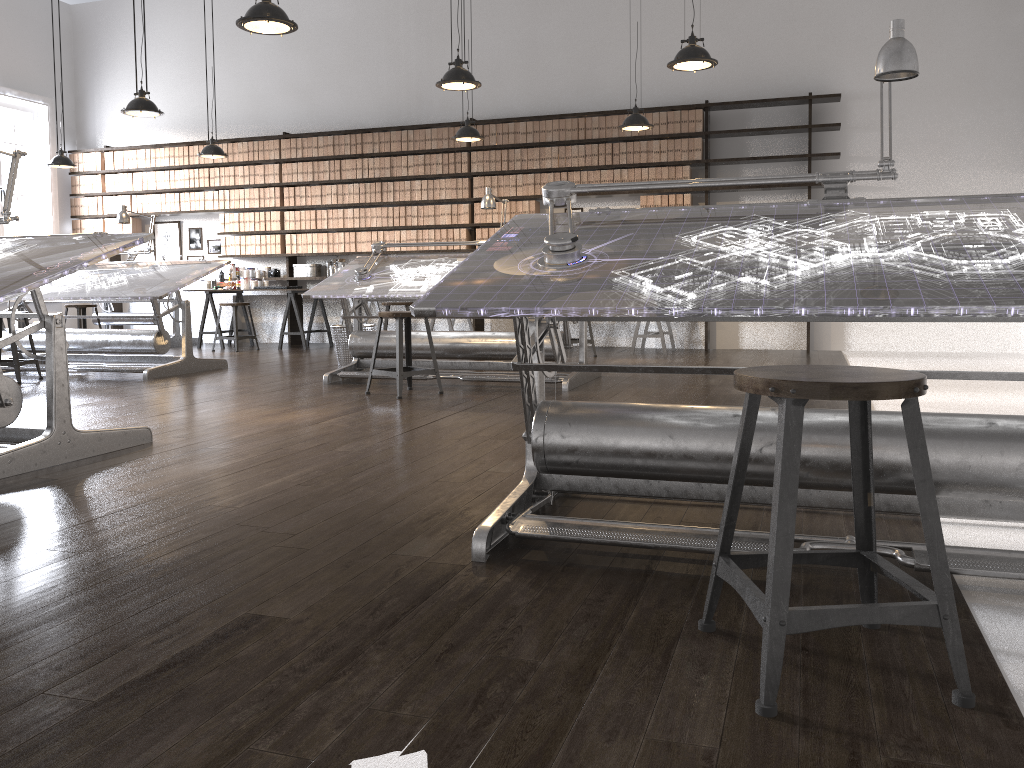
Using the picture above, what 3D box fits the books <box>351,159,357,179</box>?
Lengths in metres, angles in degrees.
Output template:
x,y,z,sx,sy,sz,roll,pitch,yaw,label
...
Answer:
x,y,z,sx,sy,sz,roll,pitch,yaw,label
-1.754,-2.425,10.043,0.067,0.225,0.175,1,5,18,books

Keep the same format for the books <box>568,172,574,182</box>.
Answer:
x,y,z,sx,sy,sz,roll,pitch,yaw,label
0.641,-2.097,9.271,0.067,0.225,0.175,1,5,18,books

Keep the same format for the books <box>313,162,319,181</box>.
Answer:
x,y,z,sx,sy,sz,roll,pitch,yaw,label
-2.217,-2.438,10.204,0.067,0.225,0.175,1,5,18,books

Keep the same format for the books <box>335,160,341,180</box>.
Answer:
x,y,z,sx,sy,sz,roll,pitch,yaw,label
-1.946,-2.430,10.108,0.067,0.225,0.175,1,5,18,books

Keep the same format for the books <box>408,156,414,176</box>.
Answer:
x,y,z,sx,sy,sz,roll,pitch,yaw,label
-1.085,-2.408,9.824,0.067,0.225,0.175,1,5,18,books

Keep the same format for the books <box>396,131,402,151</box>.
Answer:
x,y,z,sx,sy,sz,roll,pitch,yaw,label
-1.224,-2.687,9.849,0.067,0.225,0.175,1,5,18,books

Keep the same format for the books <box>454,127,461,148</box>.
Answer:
x,y,z,sx,sy,sz,roll,pitch,yaw,label
-0.562,-2.671,9.636,0.067,0.225,0.175,1,5,18,books

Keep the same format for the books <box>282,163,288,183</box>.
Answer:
x,y,z,sx,sy,sz,roll,pitch,yaw,label
-2.606,-2.448,10.334,0.067,0.225,0.175,1,5,18,books

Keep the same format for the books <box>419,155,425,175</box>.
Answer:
x,y,z,sx,sy,sz,roll,pitch,yaw,label
-0.963,-2.405,9.780,0.067,0.225,0.175,1,5,18,books

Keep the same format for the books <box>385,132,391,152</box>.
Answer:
x,y,z,sx,sy,sz,roll,pitch,yaw,label
-1.353,-2.691,9.898,0.067,0.225,0.175,1,5,18,books

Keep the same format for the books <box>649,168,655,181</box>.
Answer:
x,y,z,sx,sy,sz,roll,pitch,yaw,label
1.439,-2.076,9.001,0.067,0.225,0.175,1,5,18,books

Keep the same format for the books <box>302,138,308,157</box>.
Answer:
x,y,z,sx,sy,sz,roll,pitch,yaw,label
-2.348,-2.717,10.231,0.067,0.225,0.175,1,5,18,books

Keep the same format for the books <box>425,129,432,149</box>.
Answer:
x,y,z,sx,sy,sz,roll,pitch,yaw,label
-0.887,-2.679,9.739,0.067,0.225,0.175,1,5,18,books

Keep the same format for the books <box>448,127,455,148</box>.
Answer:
x,y,z,sx,sy,sz,roll,pitch,yaw,label
-0.629,-2.673,9.658,0.067,0.225,0.175,1,5,18,books

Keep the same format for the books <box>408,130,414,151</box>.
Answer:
x,y,z,sx,sy,sz,roll,pitch,yaw,label
-1.085,-2.684,9.807,0.067,0.225,0.175,1,5,18,books

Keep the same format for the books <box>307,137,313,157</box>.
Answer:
x,y,z,sx,sy,sz,roll,pitch,yaw,label
-2.282,-2.715,10.207,0.067,0.225,0.175,1,5,18,books

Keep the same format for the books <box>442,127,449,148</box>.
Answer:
x,y,z,sx,sy,sz,roll,pitch,yaw,label
-0.695,-2.674,9.674,0.067,0.225,0.175,1,5,18,books

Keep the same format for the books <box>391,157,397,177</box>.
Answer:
x,y,z,sx,sy,sz,roll,pitch,yaw,label
-1.285,-2.414,9.895,0.067,0.225,0.175,1,5,18,books

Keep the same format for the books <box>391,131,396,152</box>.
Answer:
x,y,z,sx,sy,sz,roll,pitch,yaw,label
-1.282,-2.689,9.873,0.067,0.225,0.175,1,5,18,books

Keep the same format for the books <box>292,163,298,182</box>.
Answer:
x,y,z,sx,sy,sz,roll,pitch,yaw,label
-2.475,-2.444,10.284,0.067,0.225,0.175,1,5,18,books

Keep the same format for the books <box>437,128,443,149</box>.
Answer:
x,y,z,sx,sy,sz,roll,pitch,yaw,label
-0.757,-2.676,9.699,0.067,0.225,0.175,1,5,18,books

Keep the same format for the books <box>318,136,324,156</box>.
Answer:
x,y,z,sx,sy,sz,roll,pitch,yaw,label
-2.147,-2.711,10.160,0.067,0.225,0.175,1,5,18,books

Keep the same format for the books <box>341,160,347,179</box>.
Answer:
x,y,z,sx,sy,sz,roll,pitch,yaw,label
-1.874,-2.429,10.090,0.067,0.225,0.175,1,5,18,books

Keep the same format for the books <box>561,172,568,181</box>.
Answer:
x,y,z,sx,sy,sz,roll,pitch,yaw,label
0.569,-2.098,9.289,0.067,0.225,0.175,1,5,18,books

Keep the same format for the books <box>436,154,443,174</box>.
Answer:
x,y,z,sx,sy,sz,roll,pitch,yaw,label
-0.764,-2.400,9.716,0.067,0.225,0.175,1,5,18,books

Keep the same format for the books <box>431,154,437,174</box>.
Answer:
x,y,z,sx,sy,sz,roll,pitch,yaw,label
-0.830,-2.402,9.742,0.067,0.225,0.175,1,5,18,books

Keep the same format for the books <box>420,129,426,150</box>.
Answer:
x,y,z,sx,sy,sz,roll,pitch,yaw,label
-0.952,-2.681,9.765,0.067,0.225,0.175,1,5,18,books

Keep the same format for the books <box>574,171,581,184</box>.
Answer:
x,y,z,sx,sy,sz,roll,pitch,yaw,label
0.701,-2.094,9.243,0.067,0.225,0.175,1,5,18,books

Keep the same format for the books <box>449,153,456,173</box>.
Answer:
x,y,z,sx,sy,sz,roll,pitch,yaw,label
-0.625,-2.396,9.669,0.067,0.225,0.175,1,5,18,books

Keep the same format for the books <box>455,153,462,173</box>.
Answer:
x,y,z,sx,sy,sz,roll,pitch,yaw,label
-0.553,-2.395,9.651,0.067,0.225,0.175,1,5,18,books

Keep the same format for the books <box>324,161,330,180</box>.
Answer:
x,y,z,sx,sy,sz,roll,pitch,yaw,label
-2.084,-2.434,10.155,0.067,0.225,0.175,1,5,18,books

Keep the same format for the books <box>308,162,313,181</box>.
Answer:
x,y,z,sx,sy,sz,roll,pitch,yaw,label
-2.283,-2.439,10.220,0.067,0.225,0.175,1,5,18,books

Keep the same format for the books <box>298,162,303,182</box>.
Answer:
x,y,z,sx,sy,sz,roll,pitch,yaw,label
-2.405,-2.442,10.263,0.067,0.225,0.175,1,5,18,books

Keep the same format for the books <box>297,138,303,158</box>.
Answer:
x,y,z,sx,sy,sz,roll,pitch,yaw,label
-2.415,-2.718,10.249,0.067,0.225,0.175,1,5,18,books

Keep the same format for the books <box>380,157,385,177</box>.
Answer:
x,y,z,sx,sy,sz,roll,pitch,yaw,label
-1.416,-2.417,9.936,0.067,0.225,0.175,1,5,18,books

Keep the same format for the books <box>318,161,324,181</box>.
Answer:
x,y,z,sx,sy,sz,roll,pitch,yaw,label
-2.150,-2.436,10.181,0.067,0.225,0.175,1,5,18,books

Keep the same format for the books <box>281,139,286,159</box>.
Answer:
x,y,z,sx,sy,sz,roll,pitch,yaw,label
-2.612,-2.724,10.316,0.067,0.225,0.175,1,5,18,books

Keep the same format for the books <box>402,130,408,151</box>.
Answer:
x,y,z,sx,sy,sz,roll,pitch,yaw,label
-1.155,-2.686,9.827,0.067,0.225,0.175,1,5,18,books

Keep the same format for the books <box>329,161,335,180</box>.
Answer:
x,y,z,sx,sy,sz,roll,pitch,yaw,label
-2.015,-2.433,10.137,0.067,0.225,0.175,1,5,18,books

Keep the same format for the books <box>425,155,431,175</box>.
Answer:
x,y,z,sx,sy,sz,roll,pitch,yaw,label
-0.897,-2.404,9.765,0.067,0.225,0.175,1,5,18,books

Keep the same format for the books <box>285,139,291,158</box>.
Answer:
x,y,z,sx,sy,sz,roll,pitch,yaw,label
-2.554,-2.722,10.292,0.067,0.225,0.175,1,5,18,books

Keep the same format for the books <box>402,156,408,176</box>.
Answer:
x,y,z,sx,sy,sz,roll,pitch,yaw,label
-1.154,-2.410,9.845,0.067,0.225,0.175,1,5,18,books

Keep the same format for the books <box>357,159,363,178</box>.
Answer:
x,y,z,sx,sy,sz,roll,pitch,yaw,label
-1.685,-2.423,10.020,0.067,0.225,0.175,1,5,18,books

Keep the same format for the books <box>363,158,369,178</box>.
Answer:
x,y,z,sx,sy,sz,roll,pitch,yaw,label
-1.615,-2.422,10.001,0.067,0.225,0.175,1,5,18,books

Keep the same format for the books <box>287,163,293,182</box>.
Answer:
x,y,z,sx,sy,sz,roll,pitch,yaw,label
-2.540,-2.446,10.310,0.067,0.225,0.175,1,5,18,books

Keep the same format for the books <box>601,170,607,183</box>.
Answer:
x,y,z,sx,sy,sz,roll,pitch,yaw,label
0.974,-2.088,9.157,0.067,0.225,0.175,1,5,18,books

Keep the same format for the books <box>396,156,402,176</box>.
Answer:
x,y,z,sx,sy,sz,roll,pitch,yaw,label
-1.220,-2.412,9.871,0.067,0.225,0.175,1,5,18,books

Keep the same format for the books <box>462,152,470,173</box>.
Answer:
x,y,z,sx,sy,sz,roll,pitch,yaw,label
-0.482,-2.393,9.625,0.067,0.225,0.175,1,5,18,books

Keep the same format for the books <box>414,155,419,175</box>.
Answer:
x,y,z,sx,sy,sz,roll,pitch,yaw,label
-1.025,-2.407,9.806,0.067,0.225,0.175,1,5,18,books

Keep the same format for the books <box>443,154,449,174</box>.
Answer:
x,y,z,sx,sy,sz,roll,pitch,yaw,label
-0.695,-2.399,9.698,0.067,0.225,0.175,1,5,18,books

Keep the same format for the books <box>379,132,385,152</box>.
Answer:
x,y,z,sx,sy,sz,roll,pitch,yaw,label
-1.418,-2.693,9.922,0.067,0.225,0.175,1,5,18,books

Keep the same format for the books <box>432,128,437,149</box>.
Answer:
x,y,z,sx,sy,sz,roll,pitch,yaw,label
-0.817,-2.677,9.718,0.067,0.225,0.175,1,5,18,books

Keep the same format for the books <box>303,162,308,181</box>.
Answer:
x,y,z,sx,sy,sz,roll,pitch,yaw,label
-2.345,-2.441,10.245,0.067,0.225,0.175,1,5,18,books

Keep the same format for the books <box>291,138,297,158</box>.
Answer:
x,y,z,sx,sy,sz,roll,pitch,yaw,label
-2.485,-2.720,10.269,0.067,0.225,0.175,1,5,18,books

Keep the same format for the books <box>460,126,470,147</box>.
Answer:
x,y,z,sx,sy,sz,roll,pitch,yaw,label
-0.496,-2.669,9.610,0.067,0.225,0.175,1,5,18,books

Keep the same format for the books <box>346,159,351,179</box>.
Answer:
x,y,z,sx,sy,sz,roll,pitch,yaw,label
-1.812,-2.427,10.067,0.067,0.225,0.175,1,5,18,books

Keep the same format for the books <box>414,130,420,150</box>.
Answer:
x,y,z,sx,sy,sz,roll,pitch,yaw,label
-1.018,-2.683,9.789,0.067,0.225,0.175,1,5,18,books
